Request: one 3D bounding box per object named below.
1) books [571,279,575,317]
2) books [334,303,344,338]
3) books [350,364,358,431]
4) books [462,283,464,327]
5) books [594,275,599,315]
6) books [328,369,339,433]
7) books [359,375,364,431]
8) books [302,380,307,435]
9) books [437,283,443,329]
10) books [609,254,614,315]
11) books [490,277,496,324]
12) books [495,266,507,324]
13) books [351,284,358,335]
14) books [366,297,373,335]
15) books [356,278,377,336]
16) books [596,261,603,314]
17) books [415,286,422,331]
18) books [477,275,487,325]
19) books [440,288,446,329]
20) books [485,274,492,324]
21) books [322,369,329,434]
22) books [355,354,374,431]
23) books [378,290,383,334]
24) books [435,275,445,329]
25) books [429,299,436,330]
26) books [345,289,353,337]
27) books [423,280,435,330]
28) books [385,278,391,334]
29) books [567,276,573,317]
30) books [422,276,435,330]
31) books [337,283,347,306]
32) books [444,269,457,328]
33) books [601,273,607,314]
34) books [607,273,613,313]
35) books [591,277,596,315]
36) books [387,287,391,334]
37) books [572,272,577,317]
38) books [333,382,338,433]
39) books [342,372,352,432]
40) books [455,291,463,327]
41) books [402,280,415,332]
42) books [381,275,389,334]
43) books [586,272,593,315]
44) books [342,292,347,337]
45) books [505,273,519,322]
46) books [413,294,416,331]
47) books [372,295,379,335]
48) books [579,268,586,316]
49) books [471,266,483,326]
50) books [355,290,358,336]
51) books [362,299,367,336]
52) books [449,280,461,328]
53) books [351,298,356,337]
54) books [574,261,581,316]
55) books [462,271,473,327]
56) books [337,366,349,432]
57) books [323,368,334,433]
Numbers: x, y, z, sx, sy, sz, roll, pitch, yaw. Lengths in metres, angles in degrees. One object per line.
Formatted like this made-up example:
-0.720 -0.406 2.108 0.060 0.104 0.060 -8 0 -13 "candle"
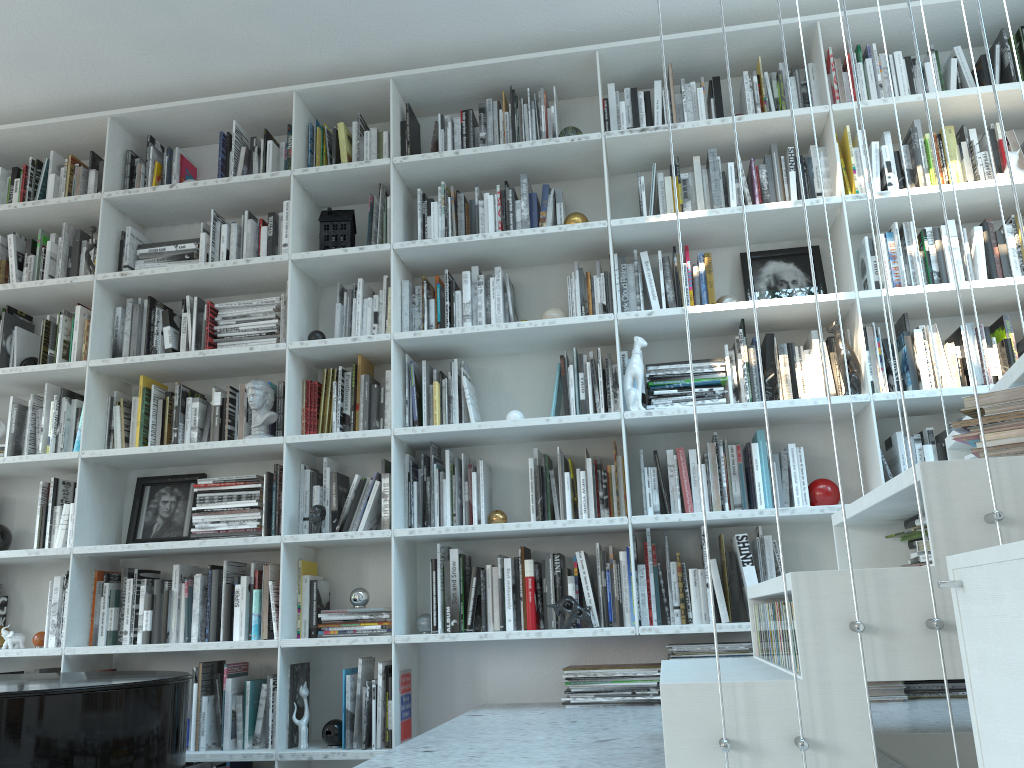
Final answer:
0.247 -0.289 3.475 0.005 0.204 0.154 -4 -15 9 "books"
-0.678 -0.211 3.595 0.028 0.185 0.181 -4 -15 9 "books"
-0.598 0.084 3.499 0.019 0.292 0.182 -4 -15 9 "books"
-0.177 -0.281 3.544 0.011 0.256 0.131 -4 -15 9 "books"
0.336 -0.297 3.454 0.013 0.201 0.174 -4 -15 9 "books"
-0.693 0.099 3.539 0.035 0.292 0.145 -4 -15 9 "books"
-0.563 0.107 3.510 0.033 0.252 0.175 -4 -15 9 "books"
-0.806 0.127 3.555 0.014 0.253 0.161 -4 -15 9 "books"
-0.275 -0.265 3.553 0.013 0.235 0.158 -4 -15 9 "books"
0.393 -0.342 3.441 0.005 0.277 0.183 -4 -15 9 "books"
-0.057 -0.281 3.516 0.021 0.231 0.183 -4 -15 9 "books"
-0.037 -0.305 3.506 0.024 0.271 0.170 -4 -15 9 "books"
-0.626 -0.255 3.615 0.019 0.274 0.146 -4 -15 9 "books"
-0.550 -0.226 3.580 0.027 0.196 0.185 -4 -15 9 "books"
-0.588 -0.264 3.581 0.028 0.274 0.187 -4 -15 9 "books"
0.348 -0.327 3.449 0.016 0.256 0.176 -4 -15 9 "books"
-0.356 -0.258 3.578 0.030 0.241 0.138 -4 -15 9 "books"
-0.105 -0.285 3.518 0.025 0.244 0.184 -4 -15 9 "books"
-0.255 -0.256 3.550 0.026 0.215 0.162 -4 -15 9 "books"
-0.078 -0.290 3.536 0.024 0.261 0.134 -4 -15 9 "books"
-0.718 0.101 3.542 0.035 0.292 0.145 -4 -15 9 "books"
-0.583 0.067 3.520 0.021 0.336 0.169 -4 -15 9 "books"
-0.510 -0.245 3.586 0.024 0.233 0.150 -4 -15 9 "books"
-0.285 -0.281 3.580 0.014 0.283 0.136 -4 -15 9 "books"
-0.304 -0.234 3.554 0.021 0.178 0.137 -4 -15 9 "books"
-0.640 -0.241 3.613 0.028 0.249 0.165 -4 -15 9 "books"
-0.324 -0.268 3.554 0.014 0.247 0.177 -4 -15 9 "books"
-0.478 -0.269 3.586 0.025 0.276 0.173 -4 -15 9 "books"
0.237 -0.295 3.483 0.015 0.219 0.140 -4 -15 9 "books"
-0.336 -0.278 3.575 0.014 0.277 0.154 -4 -15 9 "books"
-0.688 -0.253 3.630 0.018 0.284 0.160 -4 -15 9 "books"
-0.240 -0.293 3.536 0.014 0.279 0.178 -4 -15 9 "books"
0.362 -0.303 3.440 0.013 0.204 0.174 -4 -15 9 "books"
0.387 -0.305 3.440 0.012 0.205 0.170 -4 -15 9 "books"
0.326 -0.295 3.468 0.012 0.206 0.138 -4 -15 9 "books"
-0.464 -0.251 3.562 0.028 0.229 0.177 -4 -15 9 "books"
0.255 -0.303 3.476 0.012 0.231 0.154 -4 -15 9 "books"
-0.674 0.124 3.519 0.015 0.231 0.180 -4 -15 9 "books"
-0.636 0.104 3.539 0.035 0.277 0.139 -4 -15 9 "books"
-0.195 -0.251 3.533 0.025 0.193 0.171 -4 -15 9 "books"
-0.402 -0.265 3.563 0.028 0.250 0.190 -4 -15 9 "books"
-0.494 -0.275 3.592 0.028 0.292 0.155 -4 -15 9 "books"
0.310 -0.306 3.468 0.016 0.227 0.160 -4 -15 9 "books"
-0.656 -0.235 3.619 0.024 0.242 0.159 -4 -15 9 "books"
0.005 -0.293 3.520 0.034 0.253 0.161 -4 -15 9 "books"
-0.376 -0.240 3.581 0.013 0.209 0.140 -4 -15 9 "books"
-0.529 -0.234 3.579 0.029 0.210 0.158 -4 -15 9 "books"
0.283 -0.311 3.472 0.016 0.243 0.152 -4 -15 9 "books"
-0.129 -0.303 3.543 0.027 0.294 0.160 -4 -15 9 "books"
-0.600 -0.239 3.600 0.023 0.235 0.179 -4 -15 9 "books"
-0.569 -0.224 3.580 0.024 0.194 0.173 -4 -15 9 "books"
-0.220 -0.272 3.534 0.022 0.237 0.165 -4 -15 9 "books"
-0.614 -0.222 3.604 0.023 0.206 0.171 -4 -15 9 "books"
0.265 -0.325 3.467 0.015 0.267 0.164 -4 -15 9 "books"
-0.160 -0.292 3.519 0.030 0.262 0.182 -4 -15 9 "books"
-0.659 0.092 3.522 0.019 0.293 0.164 -4 -15 9 "books"
-0.708 0.096 3.526 0.035 0.292 0.145 -4 -15 9 "books"
